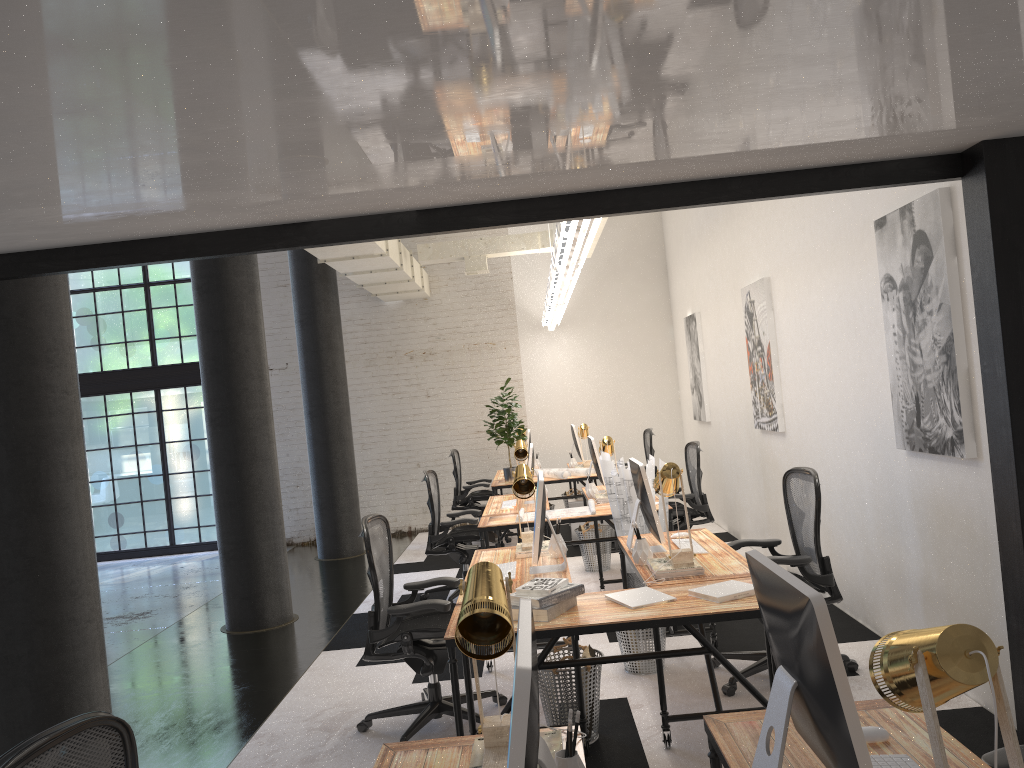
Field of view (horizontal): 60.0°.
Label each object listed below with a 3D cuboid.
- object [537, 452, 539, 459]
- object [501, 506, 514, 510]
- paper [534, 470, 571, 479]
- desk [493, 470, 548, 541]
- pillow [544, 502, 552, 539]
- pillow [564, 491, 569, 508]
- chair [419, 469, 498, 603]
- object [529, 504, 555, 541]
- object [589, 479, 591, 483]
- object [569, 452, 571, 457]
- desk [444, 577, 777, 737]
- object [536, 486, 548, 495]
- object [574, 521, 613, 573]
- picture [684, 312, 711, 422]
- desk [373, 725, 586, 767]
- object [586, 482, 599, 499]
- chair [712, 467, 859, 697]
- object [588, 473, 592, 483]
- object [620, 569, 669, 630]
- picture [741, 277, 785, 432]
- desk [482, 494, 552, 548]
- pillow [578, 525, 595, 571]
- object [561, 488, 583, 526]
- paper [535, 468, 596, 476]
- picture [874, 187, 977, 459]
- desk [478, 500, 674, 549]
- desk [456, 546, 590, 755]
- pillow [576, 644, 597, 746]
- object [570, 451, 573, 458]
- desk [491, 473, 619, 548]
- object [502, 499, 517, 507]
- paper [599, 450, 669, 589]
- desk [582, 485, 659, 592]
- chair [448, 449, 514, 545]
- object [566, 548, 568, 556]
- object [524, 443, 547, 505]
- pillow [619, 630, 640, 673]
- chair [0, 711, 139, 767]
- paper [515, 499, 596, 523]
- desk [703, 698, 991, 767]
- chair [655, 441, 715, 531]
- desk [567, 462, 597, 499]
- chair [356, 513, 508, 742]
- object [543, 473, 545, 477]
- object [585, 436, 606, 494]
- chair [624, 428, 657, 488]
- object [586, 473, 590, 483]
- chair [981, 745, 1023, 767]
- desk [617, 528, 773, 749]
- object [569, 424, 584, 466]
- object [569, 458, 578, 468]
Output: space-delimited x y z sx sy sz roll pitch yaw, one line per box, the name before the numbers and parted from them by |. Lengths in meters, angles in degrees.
object | 0.296 0.897 10.384 0.054 0.207 0.008 -6 0 -12
object | -0.037 0.986 7.057 0.106 0.029 0.059 -6 -1 2
paper | 0.324 0.940 9.349 0.083 0.082 1.135 -6 -1 -24
desk | 0.109 1.381 10.174 0.529 0.724 1.401 -6 -1 1
pillow | 0.393 1.505 9.702 0.119 0.406 0.239 -6 0 2
pillow | 0.700 1.489 10.622 0.119 0.406 0.239 -6 0 2
chair | -0.422 1.232 7.406 0.792 1.085 0.771 -6 0 -15
object | 0.313 1.499 9.708 0.353 0.435 0.359 -6 0 -2
object | 0.646 0.831 7.283 0.008 0.207 0.054 -6 0 -16
object | 0.671 0.852 9.942 0.054 0.207 0.008 -6 0 -12
desk | 0.471 1.258 3.610 1.401 0.724 0.529 -6 0 1
object | 0.260 0.920 7.691 0.101 0.127 0.101 -5 -1 -44
object | 0.747 1.448 7.933 0.353 0.435 0.359 -6 0 -2
picture | 2.063 -0.179 9.903 0.049 1.183 0.731 -6 0 1
desk | -0.059 1.279 1.658 0.529 0.724 1.401 -6 -1 1
object | 0.657 0.873 7.269 0.101 0.127 0.101 -5 -1 -44
chair | 1.372 1.006 4.656 0.792 1.085 0.771 -6 0 -15
object | 0.654 0.831 7.255 0.054 0.207 0.008 -6 0 -34
object | 0.922 1.427 5.931 0.353 0.398 0.353 -5 -1 -44
picture | 2.006 -0.219 7.119 0.049 1.183 0.731 -6 0 1
desk | 0.080 1.361 7.492 0.529 0.724 1.401 -6 -1 1
pillow | 0.670 1.469 7.940 0.119 0.406 0.239 -6 0 2
object | 0.777 1.468 10.616 0.353 0.435 0.359 -6 0 -2
paper | 0.490 0.923 9.345 0.083 0.082 1.135 -5 -1 -34
picture | 1.946 -0.261 4.220 0.049 1.183 0.731 -6 0 1
desk | 0.487 1.304 6.508 1.401 0.724 0.529 -6 0 1
desk | 0.064 1.315 4.594 0.529 0.724 1.401 -6 -1 1
pillow | 0.348 1.439 4.122 0.119 0.406 0.239 -6 0 2
object | 0.683 0.850 9.937 0.054 0.207 0.008 -6 0 -34
desk | 0.516 1.324 9.191 1.401 0.724 0.529 -6 0 1
object | -0.023 0.997 7.385 0.118 0.017 0.439 -6 -1 1
paper | 0.868 1.019 5.951 0.412 1.198 0.441 -6 0 -21
desk | 0.922 1.276 7.468 0.529 0.724 1.401 -6 -1 1
chair | -0.392 1.252 10.088 0.792 1.085 0.771 -6 0 -15
object | 0.284 1.480 7.026 0.353 0.435 0.359 -6 0 -2
object | 0.175 0.742 7.355 0.189 0.485 0.484 -6 -1 1
pillow | 0.655 1.423 5.042 0.119 0.406 0.239 -6 0 2
chair | -0.561 1.150 1.572 0.792 1.085 0.771 -6 0 -15
paper | 0.328 0.933 6.541 0.626 0.061 0.568 -6 -1 -1
desk | 0.783 1.194 1.634 0.529 0.724 1.401 -6 -1 1
chair | 1.388 1.053 7.554 0.792 1.085 0.771 -6 0 -15
desk | 0.951 1.296 10.150 0.529 0.724 1.401 -6 -1 1
chair | -0.437 1.186 4.508 0.792 1.085 0.771 -6 0 -15
object | 0.266 0.878 7.701 0.054 0.207 0.008 -6 0 -12
object | 0.706 0.693 7.606 0.189 0.485 0.484 -6 -1 1
chair | 1.417 1.072 10.236 0.792 1.085 0.771 -6 0 -15
object | 0.642 0.832 7.259 0.054 0.207 0.008 -6 0 -12
chair | 1.249 0.970 1.720 0.792 1.085 0.771 -6 0 -15
desk | 0.906 1.230 4.570 0.529 0.724 1.401 -6 -1 1
object | 0.735 0.713 10.288 0.189 0.485 0.484 -6 -1 1
object | 0.686 0.892 9.951 0.101 0.127 0.101 -5 -1 -44
